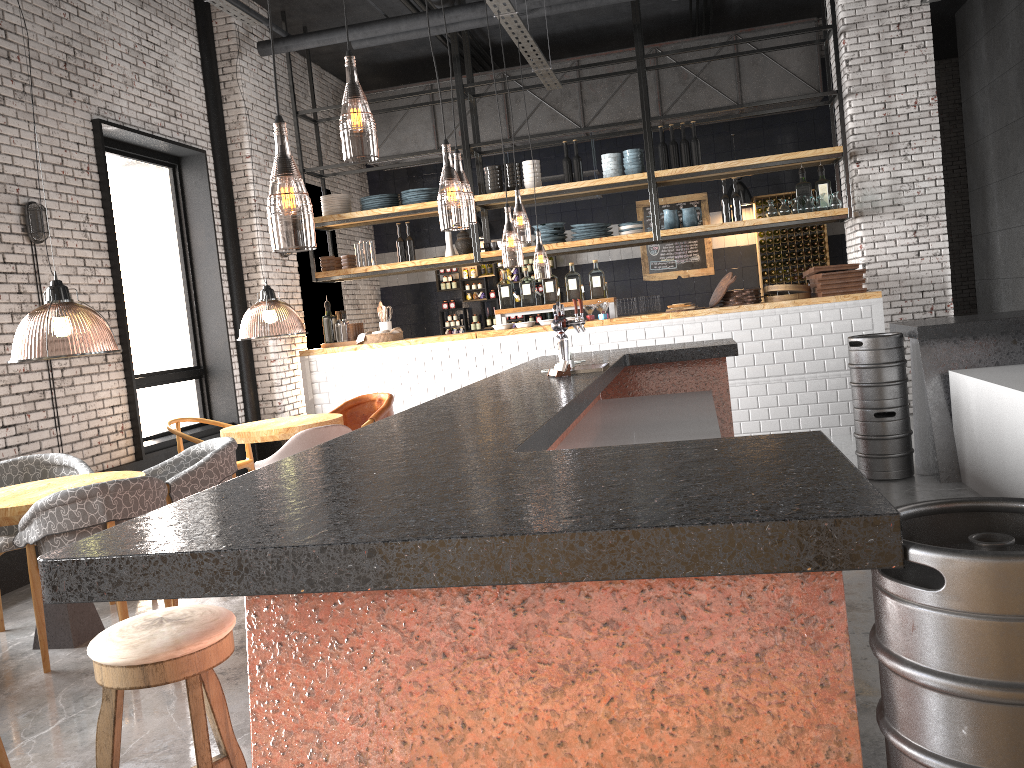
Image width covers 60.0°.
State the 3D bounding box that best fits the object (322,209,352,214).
[{"bbox_3d":[-1.972,-1.930,10.007,0.334,0.039,0.335,-6,4,-1],"label":"object"}]

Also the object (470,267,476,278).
[{"bbox_3d":[-0.559,-1.601,12.787,0.079,0.156,0.079,-6,4,-3],"label":"object"}]

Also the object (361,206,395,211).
[{"bbox_3d":[-1.460,-1.934,9.903,0.454,0.033,0.455,-4,5,20],"label":"object"}]

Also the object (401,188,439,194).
[{"bbox_3d":[-0.999,-2.117,9.795,0.454,0.039,0.455,-3,5,31],"label":"object"}]

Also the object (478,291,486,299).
[{"bbox_3d":[-0.430,-1.286,12.801,0.092,0.108,0.105,-4,4,23],"label":"object"}]

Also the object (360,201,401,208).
[{"bbox_3d":[-1.466,-1.981,9.901,0.454,0.044,0.455,-6,4,7],"label":"object"}]

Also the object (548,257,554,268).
[{"bbox_3d":[0.539,-1.786,12.569,0.079,0.280,0.079,-6,3,6],"label":"object"}]

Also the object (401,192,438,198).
[{"bbox_3d":[-0.994,-2.070,9.798,0.454,0.037,0.454,-9,5,-34],"label":"object"}]

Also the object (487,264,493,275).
[{"bbox_3d":[-0.324,-1.709,12.750,0.079,0.280,0.079,-7,3,-9],"label":"object"}]

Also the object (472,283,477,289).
[{"bbox_3d":[-0.543,-1.408,12.799,0.071,0.083,0.071,-6,4,2],"label":"object"}]

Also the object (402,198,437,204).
[{"bbox_3d":[-0.986,-2.001,9.802,0.454,0.045,0.454,-7,5,-13],"label":"object"}]

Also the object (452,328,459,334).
[{"bbox_3d":[-0.828,-0.765,12.936,0.090,0.101,0.111,-8,4,-27],"label":"object"}]

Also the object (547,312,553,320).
[{"bbox_3d":[0.530,-1.043,12.627,0.079,0.280,0.079,-4,4,31],"label":"object"}]

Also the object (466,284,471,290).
[{"bbox_3d":[-0.634,-1.400,12.818,0.070,0.083,0.071,-3,5,37],"label":"object"}]

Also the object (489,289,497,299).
[{"bbox_3d":[-0.274,-1.293,12.777,0.100,0.139,0.088,-5,4,13],"label":"object"}]

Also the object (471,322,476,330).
[{"bbox_3d":[-0.558,-0.837,12.848,0.076,0.111,0.076,-7,4,-13],"label":"object"}]

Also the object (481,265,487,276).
[{"bbox_3d":[-0.415,-1.701,12.770,0.079,0.280,0.079,-5,3,16],"label":"object"}]

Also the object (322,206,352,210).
[{"bbox_3d":[-1.976,-1.969,10.005,0.335,0.042,0.335,-8,5,-28],"label":"object"}]

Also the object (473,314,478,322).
[{"bbox_3d":[-0.530,-0.951,12.837,0.076,0.111,0.076,-6,4,7],"label":"object"}]

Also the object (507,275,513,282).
[{"bbox_3d":[-0.037,-1.514,12.702,0.092,0.112,0.100,-6,4,-2],"label":"object"}]

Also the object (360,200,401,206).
[{"bbox_3d":[-1.467,-2.004,9.900,0.454,0.038,0.454,-7,5,-11],"label":"object"}]

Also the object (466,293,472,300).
[{"bbox_3d":[-0.623,-1.270,12.840,0.092,0.112,0.100,-6,4,-2],"label":"object"}]

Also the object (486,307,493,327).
[{"bbox_3d":[-0.334,-0.966,12.809,0.079,0.280,0.079,-5,4,21],"label":"object"}]

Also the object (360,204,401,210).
[{"bbox_3d":[-1.464,-1.958,9.902,0.454,0.043,0.455,-5,5,14],"label":"object"}]

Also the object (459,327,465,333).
[{"bbox_3d":[-0.731,-0.773,12.916,0.090,0.101,0.111,-8,4,-22],"label":"object"}]

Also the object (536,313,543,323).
[{"bbox_3d":[0.391,-0.938,12.670,0.100,0.139,0.088,-5,4,13],"label":"object"}]

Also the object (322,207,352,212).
[{"bbox_3d":[-1.973,-1.950,10.007,0.335,0.044,0.334,-8,5,-21],"label":"object"}]

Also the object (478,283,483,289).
[{"bbox_3d":[-0.459,-1.416,12.781,0.071,0.083,0.071,-6,4,2],"label":"object"}]

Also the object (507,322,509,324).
[{"bbox_3d":[-0.068,-0.837,12.762,0.092,0.112,0.100,-6,4,-2],"label":"object"}]

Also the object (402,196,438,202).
[{"bbox_3d":[-0.990,-2.024,9.800,0.454,0.042,0.454,-8,5,-28],"label":"object"}]

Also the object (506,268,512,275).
[{"bbox_3d":[-0.043,-1.613,12.696,0.089,0.108,0.107,-8,4,-28],"label":"object"}]

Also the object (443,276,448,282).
[{"bbox_3d":[-0.970,-1.525,12.876,0.071,0.083,0.071,-6,4,2],"label":"object"}]

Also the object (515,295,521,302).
[{"bbox_3d":[0.086,-1.231,12.704,0.092,0.112,0.100,-6,4,-2],"label":"object"}]

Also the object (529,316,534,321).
[{"bbox_3d":[0.278,-0.912,12.673,0.076,0.111,0.076,-8,4,-23],"label":"object"}]

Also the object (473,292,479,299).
[{"bbox_3d":[-0.519,-1.278,12.819,0.089,0.108,0.107,-8,4,-28],"label":"object"}]

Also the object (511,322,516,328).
[{"bbox_3d":[0.025,-0.844,12.744,0.092,0.108,0.105,-4,4,23],"label":"object"}]

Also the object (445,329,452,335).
[{"bbox_3d":[-0.939,-0.759,12.947,0.119,0.111,0.085,-8,4,-29],"label":"object"}]

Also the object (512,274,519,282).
[{"bbox_3d":[0.057,-1.520,12.684,0.092,0.108,0.105,-4,4,23],"label":"object"}]

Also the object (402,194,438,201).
[{"bbox_3d":[-0.991,-2.047,9.799,0.454,0.038,0.455,-5,5,13],"label":"object"}]

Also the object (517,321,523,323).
[{"bbox_3d":[0.130,-0.853,12.721,0.089,0.108,0.107,-8,4,-28],"label":"object"}]

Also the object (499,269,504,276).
[{"bbox_3d":[-0.147,-1.605,12.717,0.092,0.112,0.100,-6,4,-2],"label":"object"}]

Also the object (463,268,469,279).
[{"bbox_3d":[-0.664,-1.592,12.809,0.079,0.156,0.079,-3,5,42],"label":"object"}]

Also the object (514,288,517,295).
[{"bbox_3d":[0.020,-1.322,12.721,0.090,0.101,0.111,-8,4,-22],"label":"object"}]

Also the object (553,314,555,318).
[{"bbox_3d":[0.618,-1.052,12.611,0.079,0.280,0.079,-5,3,16],"label":"object"}]

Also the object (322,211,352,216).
[{"bbox_3d":[-1.970,-1.911,10.009,0.335,0.042,0.334,-10,6,-39],"label":"object"}]

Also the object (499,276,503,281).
[{"bbox_3d":[-0.132,-1.503,12.723,0.089,0.108,0.107,-8,4,-28],"label":"object"}]

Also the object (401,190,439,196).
[{"bbox_3d":[-0.997,-2.094,9.795,0.454,0.050,0.454,-7,5,-13],"label":"object"}]

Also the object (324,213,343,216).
[{"bbox_3d":[-1.967,-1.891,10.009,0.335,0.033,0.334,-10,6,-40],"label":"object"}]

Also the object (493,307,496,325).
[{"bbox_3d":[-0.242,-0.974,12.790,0.079,0.280,0.079,-7,4,-19],"label":"object"}]

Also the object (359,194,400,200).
[{"bbox_3d":[-1.476,-2.075,9.894,0.454,0.050,0.454,-4,5,25],"label":"object"}]

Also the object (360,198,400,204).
[{"bbox_3d":[-1.471,-2.028,9.897,0.454,0.043,0.455,-5,5,17],"label":"object"}]

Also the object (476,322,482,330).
[{"bbox_3d":[-0.478,-0.844,12.833,0.076,0.111,0.076,-5,4,17],"label":"object"}]

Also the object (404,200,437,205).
[{"bbox_3d":[-0.984,-1.976,9.803,0.454,0.033,0.455,-4,5,20],"label":"object"}]

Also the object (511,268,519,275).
[{"bbox_3d":[0.046,-1.621,12.678,0.092,0.108,0.105,-4,4,23],"label":"object"}]

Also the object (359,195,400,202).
[{"bbox_3d":[-1.474,-2.051,9.896,0.453,0.047,0.455,-5,4,9],"label":"object"}]
